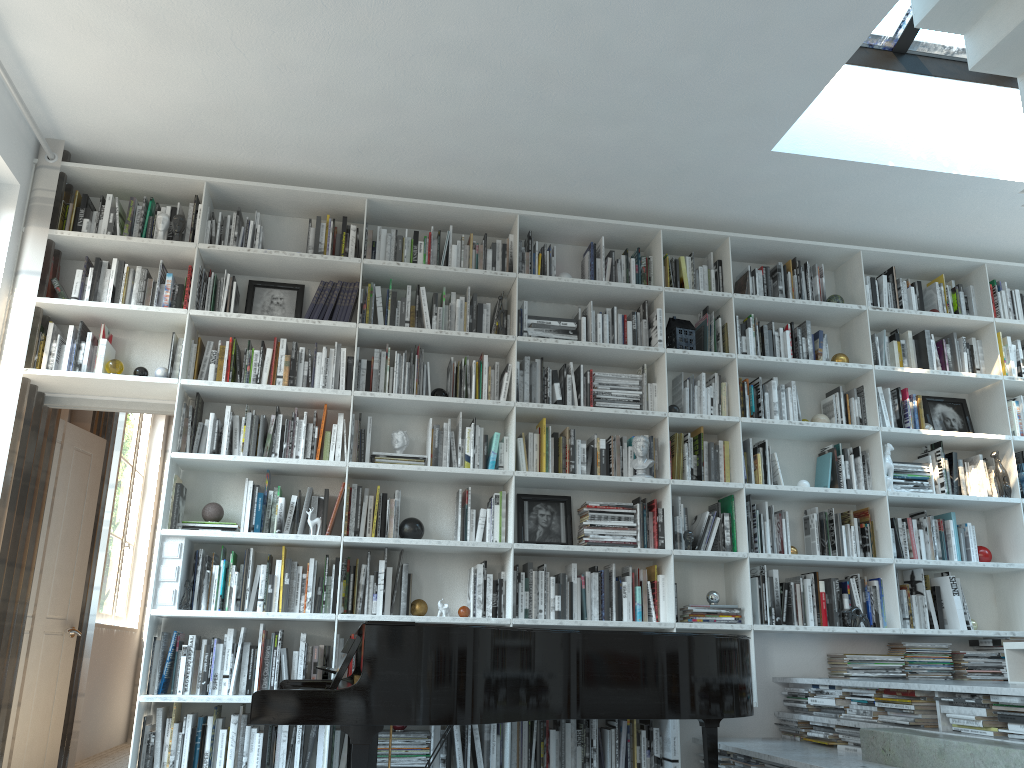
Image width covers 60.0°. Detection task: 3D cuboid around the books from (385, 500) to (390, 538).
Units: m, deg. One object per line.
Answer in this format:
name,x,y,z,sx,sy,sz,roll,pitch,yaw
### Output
books,-0.644,0.712,4.551,0.011,0.207,0.180,4,-17,-10

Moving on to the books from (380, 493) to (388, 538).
books,-0.666,0.698,4.573,0.028,0.247,0.143,4,-17,-10

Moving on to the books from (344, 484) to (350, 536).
books,-0.846,0.665,4.539,0.012,0.284,0.160,4,-17,-10

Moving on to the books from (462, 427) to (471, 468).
books,-0.245,0.370,4.727,0.028,0.246,0.170,4,-17,-10

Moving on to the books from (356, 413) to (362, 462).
books,-0.807,0.314,4.663,0.011,0.297,0.136,4,-17,-10

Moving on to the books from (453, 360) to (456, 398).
books,-0.321,0.013,4.813,0.005,0.239,0.174,4,-17,-10

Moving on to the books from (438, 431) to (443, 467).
books,-0.390,0.376,4.722,0.024,0.226,0.138,4,-17,-10

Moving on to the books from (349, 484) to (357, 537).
books,-0.814,0.664,4.535,0.025,0.283,0.146,4,-17,-10

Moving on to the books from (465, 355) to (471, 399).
books,-0.248,0.003,4.854,0.033,0.286,0.155,4,-17,-10

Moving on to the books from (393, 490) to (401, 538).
books,-0.599,0.691,4.578,0.028,0.265,0.145,4,-17,-10

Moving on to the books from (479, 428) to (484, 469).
books,-0.179,0.376,4.759,0.022,0.255,0.152,4,-17,-10

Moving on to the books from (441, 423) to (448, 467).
books,-0.364,0.354,4.717,0.022,0.266,0.151,4,-17,-10

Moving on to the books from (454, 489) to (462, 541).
books,-0.283,0.702,4.629,0.012,0.284,0.160,4,-17,-10

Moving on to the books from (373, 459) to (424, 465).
books,-0.598,0.423,4.647,0.254,0.012,0.161,6,-18,-15

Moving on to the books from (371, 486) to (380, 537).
books,-0.700,0.671,4.535,0.026,0.273,0.190,4,-17,-10

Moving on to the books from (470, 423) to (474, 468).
books,-0.223,0.360,4.724,0.012,0.264,0.193,4,-17,-10

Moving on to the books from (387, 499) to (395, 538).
books,-0.624,0.709,4.552,0.028,0.215,0.175,4,-17,-10

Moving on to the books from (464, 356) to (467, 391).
books,-0.265,0.004,4.839,0.005,0.274,0.157,4,-17,-10

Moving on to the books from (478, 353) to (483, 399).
books,-0.177,-0.004,4.855,0.006,0.302,0.166,4,-17,-10

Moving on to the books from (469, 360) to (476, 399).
books,-0.220,0.015,4.820,0.013,0.243,0.189,4,-17,-10

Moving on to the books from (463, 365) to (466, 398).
books,-0.267,0.026,4.810,0.006,0.215,0.181,4,-17,-10

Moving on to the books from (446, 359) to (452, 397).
books,-0.346,0.011,4.830,0.005,0.253,0.161,4,-17,-10

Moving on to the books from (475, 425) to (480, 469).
books,-0.197,0.367,4.737,0.023,0.259,0.171,4,-17,-10

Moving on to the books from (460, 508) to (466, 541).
books,-0.265,0.750,4.614,0.025,0.185,0.154,4,-17,-10

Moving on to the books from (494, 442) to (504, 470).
books,-0.069,0.418,4.763,0.027,0.180,0.142,4,-17,-10

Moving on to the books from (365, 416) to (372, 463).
books,-0.755,0.322,4.654,0.021,0.277,0.137,4,-17,-10

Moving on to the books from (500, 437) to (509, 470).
books,-0.043,0.404,4.775,0.026,0.216,0.127,4,-17,-10

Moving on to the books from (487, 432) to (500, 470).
books,-0.109,0.388,4.745,0.060,0.227,0.179,4,-17,-10

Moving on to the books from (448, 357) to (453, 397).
books,-0.339,0.003,4.842,0.012,0.275,0.129,4,-17,-10

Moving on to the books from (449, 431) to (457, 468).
books,-0.319,0.379,4.724,0.048,0.224,0.150,4,-17,-10

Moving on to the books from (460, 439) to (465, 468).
books,-0.275,0.401,4.732,0.025,0.188,0.140,4,-17,-10

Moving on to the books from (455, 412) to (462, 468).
books,-0.288,0.329,4.735,0.010,0.328,0.174,4,-17,-10

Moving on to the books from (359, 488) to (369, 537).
books,-0.759,0.678,4.540,0.036,0.262,0.167,4,-17,-10

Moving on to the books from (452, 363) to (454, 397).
books,-0.330,0.021,4.835,0.005,0.238,0.146,4,-17,-10

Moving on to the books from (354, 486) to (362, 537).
books,-0.790,0.672,4.543,0.026,0.274,0.155,4,-17,-10

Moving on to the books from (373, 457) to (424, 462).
books,-0.599,0.413,4.655,0.254,0.012,0.161,5,-18,-13

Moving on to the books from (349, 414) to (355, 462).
books,-0.840,0.314,4.644,0.012,0.284,0.160,4,-17,-10

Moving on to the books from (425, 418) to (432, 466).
books,-0.442,0.338,4.698,0.012,0.284,0.160,4,-17,-10

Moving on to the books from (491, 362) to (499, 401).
books,-0.095,0.024,4.861,0.022,0.256,0.155,4,-17,-10

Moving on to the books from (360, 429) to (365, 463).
books,-0.784,0.354,4.644,0.034,0.209,0.137,4,-17,-10

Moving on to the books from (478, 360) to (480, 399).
books,-0.189,0.014,4.851,0.004,0.264,0.142,4,-17,-10

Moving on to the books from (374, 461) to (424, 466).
books,-0.599,0.435,4.646,0.254,0.012,0.161,5,-18,-14

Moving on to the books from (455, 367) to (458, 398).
books,-0.316,0.030,4.828,0.013,0.215,0.150,4,-17,-10

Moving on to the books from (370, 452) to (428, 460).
books,-0.598,0.389,4.659,0.285,0.012,0.160,5,-18,-14

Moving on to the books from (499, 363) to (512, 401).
books,-0.049,0.031,4.845,0.064,0.236,0.209,4,-17,-10

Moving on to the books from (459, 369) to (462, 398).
books,-0.289,0.039,4.826,0.011,0.199,0.163,4,-17,-10

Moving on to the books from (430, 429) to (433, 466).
books,-0.434,0.368,4.705,0.010,0.231,0.155,4,-17,-10

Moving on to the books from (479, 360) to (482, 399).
books,-0.183,0.019,4.845,0.006,0.252,0.181,4,-17,-10

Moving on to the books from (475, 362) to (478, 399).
books,-0.200,0.020,4.848,0.017,0.252,0.140,4,-17,-10

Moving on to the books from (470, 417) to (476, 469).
books,-0.213,0.346,4.739,0.011,0.299,0.179,4,-17,-10

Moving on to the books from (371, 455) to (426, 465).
books,-0.599,0.402,4.660,0.285,0.012,0.160,3,-17,-8

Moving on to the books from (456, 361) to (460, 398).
books,-0.302,0.014,4.807,0.005,0.235,0.179,4,-17,-10

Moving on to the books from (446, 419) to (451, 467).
books,-0.345,0.343,4.712,0.012,0.285,0.168,4,-17,-10

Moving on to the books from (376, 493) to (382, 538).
books,-0.684,0.693,4.553,0.014,0.243,0.153,4,-17,-10

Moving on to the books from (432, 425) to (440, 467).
books,-0.411,0.356,4.693,0.030,0.246,0.175,4,-17,-10

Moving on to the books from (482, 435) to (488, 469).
books,-0.155,0.396,4.758,0.026,0.218,0.150,4,-17,-10

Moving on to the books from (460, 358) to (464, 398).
books,-0.280,0.010,4.846,0.009,0.266,0.150,4,-17,-10

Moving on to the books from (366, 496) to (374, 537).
books,-0.730,0.698,4.543,0.025,0.227,0.153,4,-17,-10

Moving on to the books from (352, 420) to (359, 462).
books,-0.821,0.327,4.638,0.024,0.256,0.134,4,-17,-10
